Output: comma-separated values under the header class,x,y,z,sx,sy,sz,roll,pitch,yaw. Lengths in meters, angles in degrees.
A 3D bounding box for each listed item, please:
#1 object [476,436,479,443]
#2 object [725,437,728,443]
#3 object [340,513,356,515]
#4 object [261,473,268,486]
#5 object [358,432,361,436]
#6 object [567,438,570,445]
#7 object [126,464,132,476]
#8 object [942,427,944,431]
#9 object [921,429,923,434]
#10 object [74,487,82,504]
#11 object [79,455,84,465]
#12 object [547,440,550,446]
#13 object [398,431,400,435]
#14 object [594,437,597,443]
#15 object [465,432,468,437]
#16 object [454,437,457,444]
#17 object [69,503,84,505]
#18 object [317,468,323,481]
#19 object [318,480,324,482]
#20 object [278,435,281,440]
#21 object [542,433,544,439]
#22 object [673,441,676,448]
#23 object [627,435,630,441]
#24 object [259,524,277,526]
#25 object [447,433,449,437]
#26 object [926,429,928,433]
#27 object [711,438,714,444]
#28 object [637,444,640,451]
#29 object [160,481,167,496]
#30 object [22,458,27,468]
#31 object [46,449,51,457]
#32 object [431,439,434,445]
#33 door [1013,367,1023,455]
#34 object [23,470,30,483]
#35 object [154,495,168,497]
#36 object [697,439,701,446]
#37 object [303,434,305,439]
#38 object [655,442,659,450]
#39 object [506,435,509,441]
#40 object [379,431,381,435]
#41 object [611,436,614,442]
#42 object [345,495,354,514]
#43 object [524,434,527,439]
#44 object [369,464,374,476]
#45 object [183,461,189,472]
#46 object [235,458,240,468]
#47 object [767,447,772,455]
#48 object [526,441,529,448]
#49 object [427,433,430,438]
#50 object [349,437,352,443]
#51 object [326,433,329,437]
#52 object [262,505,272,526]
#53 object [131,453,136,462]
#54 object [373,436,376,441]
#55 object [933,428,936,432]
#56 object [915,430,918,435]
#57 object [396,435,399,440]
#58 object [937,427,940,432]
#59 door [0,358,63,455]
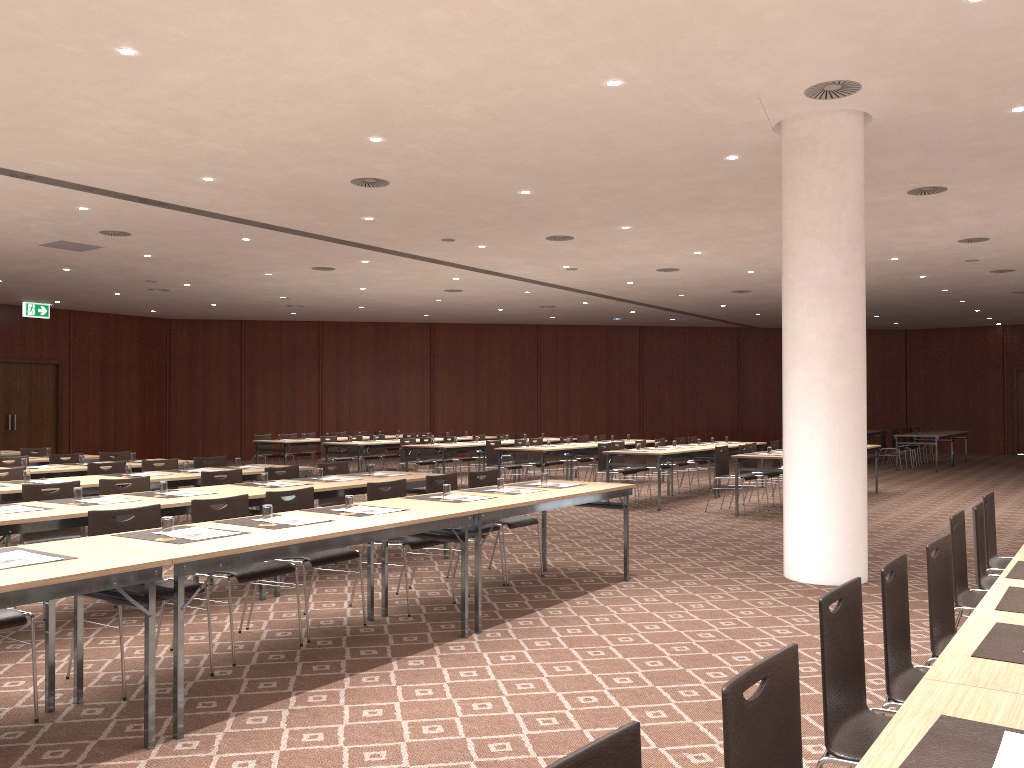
class,x,y,z,sx,sy,sz,roll,pitch,yaw
object,-0.653,1.039,16.623,0.054,0.114,0.054,-1,-1,24
object,3.926,1.020,16.211,0.054,0.114,0.054,0,-1,1
object,-1.035,0.817,5.585,0.102,0.001,0.102,0,-1,1
object,-2.101,0.812,7.535,0.054,0.114,0.054,0,-1,-21
object,-3.387,1.123,19.712,0.054,0.114,0.054,0,-1,1
object,0.991,1.007,15.486,0.054,0.114,0.054,-1,-1,24
object,-3.750,0.844,8.675,0.054,0.114,0.054,0,-1,-21
object,11.393,1.189,23.458,0.054,0.114,0.054,0,-1,1
object,9.736,1.132,21.058,0.054,0.114,0.054,0,-1,-21
object,-3.036,0.780,6.202,0.054,0.114,0.054,0,-1,-21
object,-5.023,0.889,10.354,0.054,0.114,0.054,0,-1,-21
object,0.620,0.994,14.941,0.054,0.114,0.054,-1,-1,24
object,-2.648,1.149,20.780,0.054,0.114,0.054,0,-1,1
object,1.536,1.027,16.281,0.054,0.114,0.054,0,-1,1
object,-1.007,1.117,19.631,0.054,0.114,0.054,0,-1,1
object,-1.022,1.027,16.087,0.054,0.114,0.054,-1,-1,24
object,-3.046,0.837,6.197,0.102,0.001,0.102,-1,-2,24
object,-1.746,0.824,8.063,0.054,0.114,0.054,0,-1,-21
object,-1.738,0.882,8.059,0.102,0.001,0.102,-1,-2,24
object,-4.682,1.078,17.842,0.054,0.114,0.054,-1,-1,24
object,0.643,1.084,18.479,0.054,0.114,0.054,0,-1,1
object,2.628,0.975,14.340,0.054,0.114,0.054,-1,-1,24
object,2.278,1.052,17.344,0.054,0.114,0.054,0,-1,1
object,-1.395,0.805,5.066,0.102,0.001,0.102,0,-1,1
object,-1.381,1.104,19.100,0.054,0.114,0.054,0,-1,1
object,10.104,1.144,21.589,0.054,0.114,0.054,0,-1,-21
object,3.542,1.007,15.673,0.054,0.114,0.054,0,-1,1
object,1.892,0.949,13.273,0.054,0.114,0.054,-1,-1,24
object,-2.648,0.792,6.738,0.054,0.114,0.054,0,-1,-21
object,-5.390,0.876,9.803,0.054,0.114,0.054,0,-1,-21
object,-6.285,0.934,12.031,0.054,0.114,0.054,0,-1,1
object,-1.393,1.014,15.554,0.054,0.114,0.054,-1,-1,24
door,16.470,0.804,26.669,2.423,2.699,0.200,-1,-1,35
object,-4.312,0.825,7.882,0.054,0.114,0.054,0,-1,-21
object,-2.665,0.850,6.731,0.102,0.001,0.102,-1,-2,24
object,3.190,0.994,15.135,0.054,0.114,0.054,0,-1,1
object,-4.312,1.092,18.388,0.054,0.114,0.054,-1,-1,24
object,2.253,0.962,13.807,0.054,0.114,0.054,-1,-1,24
object,-0.095,1.059,17.421,0.054,0.114,0.054,0,-1,1
object,-3.012,1.136,20.249,0.054,0.114,0.054,0,-1,1
object,1.908,1.039,16.816,0.054,0.114,0.054,0,-1,1
object,-1.025,0.760,5.600,0.054,0.114,0.054,0,-1,1
object,0.267,1.071,17.948,0.054,0.114,0.054,0,-1,1
object,-1.361,0.837,8.595,0.054,0.114,0.054,0,-1,1
object,-3.383,0.856,9.203,0.054,0.114,0.054,0,-1,-21
object,-3.014,0.870,9.749,0.054,0.114,0.054,0,-1,1
object,3.523,0.917,12.129,0.054,0.114,0.054,0,-1,1
object,0.252,0.982,14.417,0.054,0.114,0.054,-1,-1,24
object,-1.750,1.091,18.561,0.054,0.114,0.054,0,-1,1
object,-3.036,1.046,16.693,0.054,0.114,0.054,-1,-1,24
object,-3.935,1.104,18.913,0.054,0.114,0.054,-1,-1,24
object,-1.395,0.747,5.059,0.054,0.114,0.054,0,-1,1
object,-4.650,0.902,10.888,0.054,0.114,0.054,0,-1,1
object,-2.666,1.059,17.246,0.054,0.114,0.054,-1,-1,24
object,10.668,1.164,22.388,0.054,0.114,0.054,0,-1,1
object,9.360,1.119,20.529,0.054,0.114,0.054,0,-1,-21
object,-2.299,1.072,17.769,0.054,0.114,0.054,-1,-1,24
object,11.029,1.177,22.929,0.054,0.114,0.054,0,-1,1
door,-12.145,0.730,21.509,0.200,2.699,2.423,-1,-1,35
